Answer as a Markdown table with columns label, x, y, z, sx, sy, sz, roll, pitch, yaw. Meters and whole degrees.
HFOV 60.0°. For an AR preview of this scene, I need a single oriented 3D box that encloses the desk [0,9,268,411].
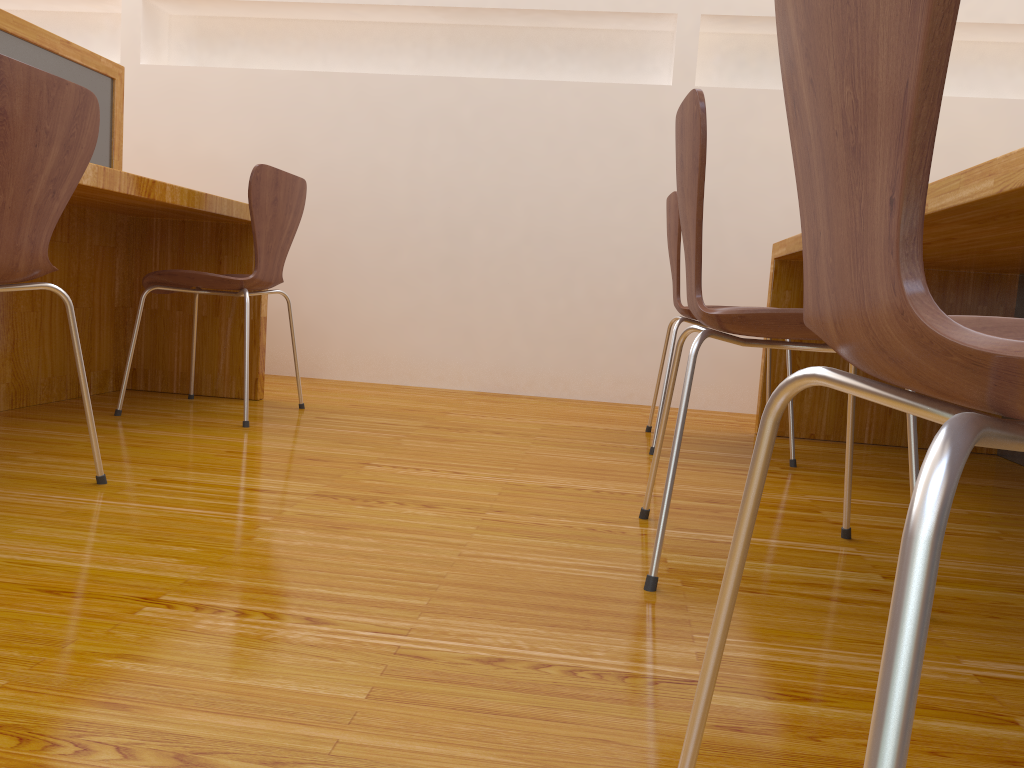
| label | x | y | z | sx | sy | sz | roll | pitch | yaw |
| --- | --- | --- | --- | --- | --- | --- | --- | --- | --- |
| desk | -1.587 | -0.360 | 1.309 | 1.248 | 1.022 | 3.216 | 5 | 6 | 7 |

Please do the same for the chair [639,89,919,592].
| label | x | y | z | sx | sy | sz | roll | pitch | yaw |
| --- | --- | --- | --- | --- | --- | --- | --- | --- | --- |
| chair | 0.418 | -0.060 | 1.376 | 0.381 | 0.693 | 0.428 | 5 | 6 | 7 |

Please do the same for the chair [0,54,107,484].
| label | x | y | z | sx | sy | sz | roll | pitch | yaw |
| --- | --- | --- | --- | --- | --- | --- | --- | --- | --- |
| chair | -0.927 | -0.151 | 1.402 | 0.381 | 0.693 | 0.428 | 5 | 6 | 7 |

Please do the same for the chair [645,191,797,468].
| label | x | y | z | sx | sy | sz | roll | pitch | yaw |
| --- | --- | --- | --- | --- | --- | --- | --- | --- | --- |
| chair | 0.595 | -0.160 | 2.477 | 0.381 | 0.693 | 0.428 | 5 | 6 | 7 |

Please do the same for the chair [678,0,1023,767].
| label | x | y | z | sx | sy | sz | roll | pitch | yaw |
| --- | --- | --- | --- | --- | --- | --- | --- | --- | --- |
| chair | 0.297 | 0.029 | 0.416 | 0.381 | 0.693 | 0.428 | 5 | 6 | 7 |

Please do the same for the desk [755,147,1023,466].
| label | x | y | z | sx | sy | sz | roll | pitch | yaw |
| --- | --- | --- | --- | --- | --- | --- | --- | --- | --- |
| desk | 1.360 | 0.149 | 1.216 | 1.527 | 0.785 | 3.243 | 5 | 6 | 7 |

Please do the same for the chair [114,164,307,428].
| label | x | y | z | sx | sy | sz | roll | pitch | yaw |
| --- | --- | --- | --- | --- | --- | --- | --- | --- | --- |
| chair | -0.825 | -0.257 | 2.512 | 0.381 | 0.693 | 0.428 | 5 | 6 | 7 |
